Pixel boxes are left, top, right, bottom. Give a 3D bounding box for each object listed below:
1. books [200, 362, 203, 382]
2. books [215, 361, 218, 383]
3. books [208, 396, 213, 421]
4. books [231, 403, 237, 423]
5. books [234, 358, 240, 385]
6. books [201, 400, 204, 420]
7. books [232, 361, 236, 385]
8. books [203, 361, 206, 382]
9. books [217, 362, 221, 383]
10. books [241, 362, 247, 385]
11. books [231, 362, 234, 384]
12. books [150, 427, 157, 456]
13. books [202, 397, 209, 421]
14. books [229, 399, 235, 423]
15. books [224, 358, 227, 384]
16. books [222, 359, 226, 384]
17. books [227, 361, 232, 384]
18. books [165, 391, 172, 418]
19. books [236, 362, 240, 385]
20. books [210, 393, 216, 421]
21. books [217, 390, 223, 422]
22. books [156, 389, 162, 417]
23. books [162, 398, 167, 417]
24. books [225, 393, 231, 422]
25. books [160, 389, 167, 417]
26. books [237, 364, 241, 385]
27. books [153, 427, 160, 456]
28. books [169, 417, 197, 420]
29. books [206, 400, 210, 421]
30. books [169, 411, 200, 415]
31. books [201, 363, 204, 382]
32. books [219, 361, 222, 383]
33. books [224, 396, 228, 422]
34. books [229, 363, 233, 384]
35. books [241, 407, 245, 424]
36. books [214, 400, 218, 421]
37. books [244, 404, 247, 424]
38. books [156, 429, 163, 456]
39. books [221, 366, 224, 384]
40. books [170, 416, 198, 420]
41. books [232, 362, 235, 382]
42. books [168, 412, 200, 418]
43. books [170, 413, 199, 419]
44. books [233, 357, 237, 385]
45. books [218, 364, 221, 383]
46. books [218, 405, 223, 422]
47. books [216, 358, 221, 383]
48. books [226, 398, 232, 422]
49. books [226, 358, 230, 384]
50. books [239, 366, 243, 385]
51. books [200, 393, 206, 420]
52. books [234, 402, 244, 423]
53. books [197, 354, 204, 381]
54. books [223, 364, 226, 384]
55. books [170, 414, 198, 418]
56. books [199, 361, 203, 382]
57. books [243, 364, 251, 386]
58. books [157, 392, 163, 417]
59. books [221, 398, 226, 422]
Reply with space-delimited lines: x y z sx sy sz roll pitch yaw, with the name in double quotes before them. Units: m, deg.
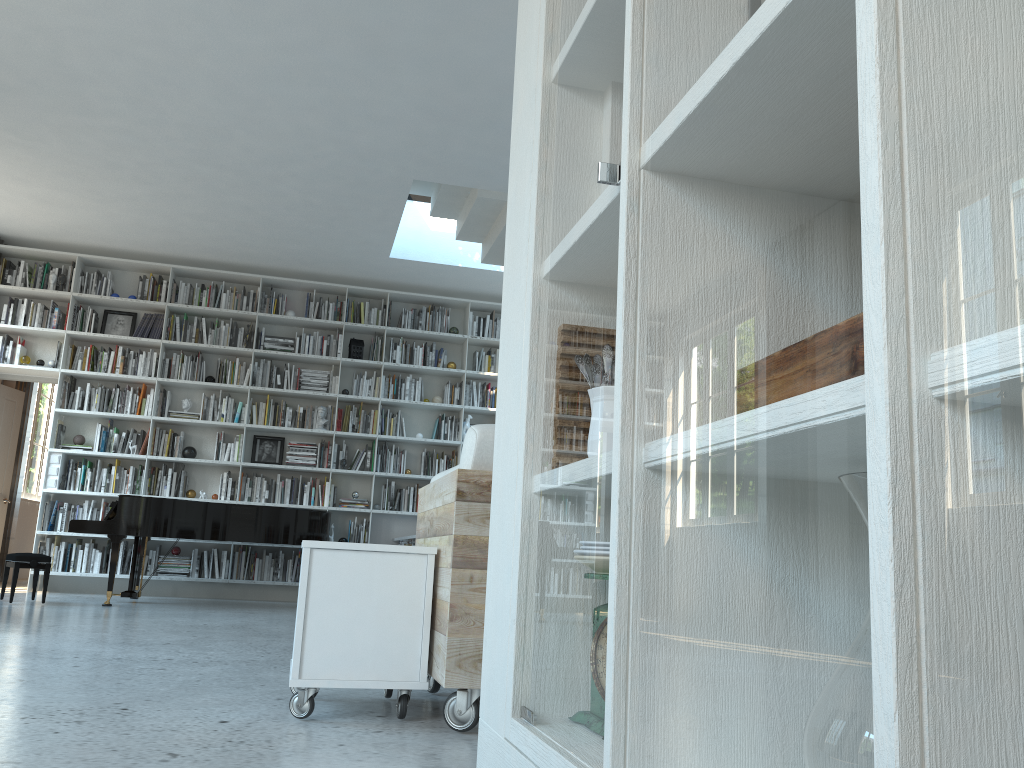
"books" -3.023 -0.090 8.654 0.012 0.217 0.151 5 -11 -13
"books" -2.888 -0.097 8.685 0.005 0.253 0.161 5 -11 -13
"books" -2.918 0.256 8.607 0.022 0.266 0.151 5 -11 -13
"books" -2.713 0.302 8.661 0.026 0.218 0.150 5 -11 -13
"books" -2.704 -0.096 8.713 0.022 0.284 0.190 5 -11 -13
"books" -2.988 0.267 8.593 0.010 0.231 0.155 5 -11 -13
"books" -2.726 -0.083 8.707 0.006 0.252 0.180 5 -11 -13
"books" -2.997 -0.096 8.652 0.031 0.232 0.148 5 -11 -13
"books" -2.863 -0.091 8.669 0.005 0.240 0.174 5 -11 -13
"books" -2.639 -0.076 8.727 0.022 0.256 0.155 5 -11 -13
"books" -2.743 -0.083 8.710 0.017 0.252 0.140 5 -11 -13
"books" -3.407 0.563 8.442 0.012 0.284 0.160 5 -11 -13
"books" -2.964 0.258 8.581 0.030 0.246 0.174 5 -11 -13
"books" -2.735 0.282 8.659 0.022 0.255 0.152 5 -11 -13
"books" -2.807 -0.101 8.697 0.005 0.274 0.157 5 -11 -13
"books" -2.823 -0.096 8.703 0.009 0.266 0.150 5 -11 -13
"books" -2.762 -0.086 8.680 0.013 0.243 0.189 5 -11 -13
"books" -3.305 0.214 8.524 0.021 0.277 0.137 5 -11 -13
"books" -2.690 -0.080 8.721 0.010 0.257 0.140 5 -11 -13
"books" -2.899 0.246 8.601 0.012 0.285 0.167 5 -11 -13
"books" -2.842 0.232 8.625 0.010 0.329 0.173 5 -11 -13
"books" -3.388 0.203 8.511 0.012 0.284 0.160 5 -11 -13
"books" -3.334 0.245 8.517 0.034 0.209 0.136 5 -11 -13
"books" -2.768 0.252 8.634 0.011 0.300 0.179 5 -11 -13
"books" -3.357 0.202 8.531 0.011 0.297 0.136 5 -11 -13
"books" -2.682 -0.064 8.724 0.011 0.229 0.166 5 -11 -13
"books" -3.375 0.564 8.439 0.025 0.284 0.145 5 -11 -13
"books" -3.156 0.348 8.540 0.254 0.012 0.161 6 -12 -13
"books" -2.945 0.276 8.612 0.024 0.226 0.138 5 -11 -13
"books" -3.151 0.286 8.543 0.285 0.012 0.160 6 -12 -17
"books" -3.014 -0.086 8.653 0.004 0.209 0.132 5 -11 -13
"books" -2.843 -0.089 8.664 0.005 0.235 0.179 5 -11 -13
"books" -2.778 0.267 8.620 0.012 0.265 0.193 5 -11 -13
"books" -2.759 -0.074 8.717 0.011 0.235 0.131 5 -11 -13
"books" -2.628 0.328 8.671 0.027 0.181 0.142 5 -11 -13
"books" -2.875 0.282 8.618 0.048 0.224 0.149 5 -11 -13
"books" -2.602 0.313 8.682 0.026 0.216 0.126 5 -11 -13
"books" -3.352 0.572 8.448 0.026 0.274 0.154 5 -11 -13
"books" -2.832 -0.066 8.686 0.011 0.199 0.163 5 -11 -13
"books" -3.153 0.334 8.534 0.254 0.012 0.161 6 -12 -17
"books" -2.732 -0.089 8.713 0.004 0.265 0.142 5 -11 -13
"books" -3.153 0.299 8.545 0.285 0.012 0.160 5 -12 -11
"books" -3.153 0.310 8.541 0.254 0.012 0.161 6 -12 -16
"books" -2.719 -0.107 8.715 0.006 0.303 0.166 5 -11 -13
"books" -2.859 -0.076 8.685 0.013 0.215 0.150 5 -11 -13
"books" -2.832 0.305 8.630 0.025 0.189 0.140 5 -11 -13
"books" -2.881 -0.105 8.696 0.012 0.275 0.129 5 -11 -13
"books" -2.752 0.274 8.635 0.023 0.259 0.170 5 -11 -13
"books" -2.791 -0.103 8.712 0.033 0.287 0.155 5 -11 -13
"books" -2.665 -0.056 8.727 0.024 0.215 0.142 5 -11 -13
"books" -2.995 0.238 8.583 0.012 0.284 0.160 5 -11 -13
"books" -2.666 0.298 8.649 0.060 0.227 0.179 5 -11 -13
"books" -3.034 -0.131 8.630 0.011 0.286 0.189 5 -11 -13
"books" -2.809 -0.076 8.669 0.006 0.216 0.181 5 -11 -13
"books" -3.152 0.322 8.535 0.254 0.012 0.161 7 -12 -18
"books" -3.034 -0.099 8.660 0.009 0.236 0.135 5 -11 -13
"books" -2.593 -0.066 8.714 0.064 0.236 0.209 5 -11 -13
"books" -3.370 0.217 8.506 0.024 0.256 0.134 5 -11 -13
"books" -2.800 0.276 8.623 0.028 0.246 0.170 5 -11 -13
